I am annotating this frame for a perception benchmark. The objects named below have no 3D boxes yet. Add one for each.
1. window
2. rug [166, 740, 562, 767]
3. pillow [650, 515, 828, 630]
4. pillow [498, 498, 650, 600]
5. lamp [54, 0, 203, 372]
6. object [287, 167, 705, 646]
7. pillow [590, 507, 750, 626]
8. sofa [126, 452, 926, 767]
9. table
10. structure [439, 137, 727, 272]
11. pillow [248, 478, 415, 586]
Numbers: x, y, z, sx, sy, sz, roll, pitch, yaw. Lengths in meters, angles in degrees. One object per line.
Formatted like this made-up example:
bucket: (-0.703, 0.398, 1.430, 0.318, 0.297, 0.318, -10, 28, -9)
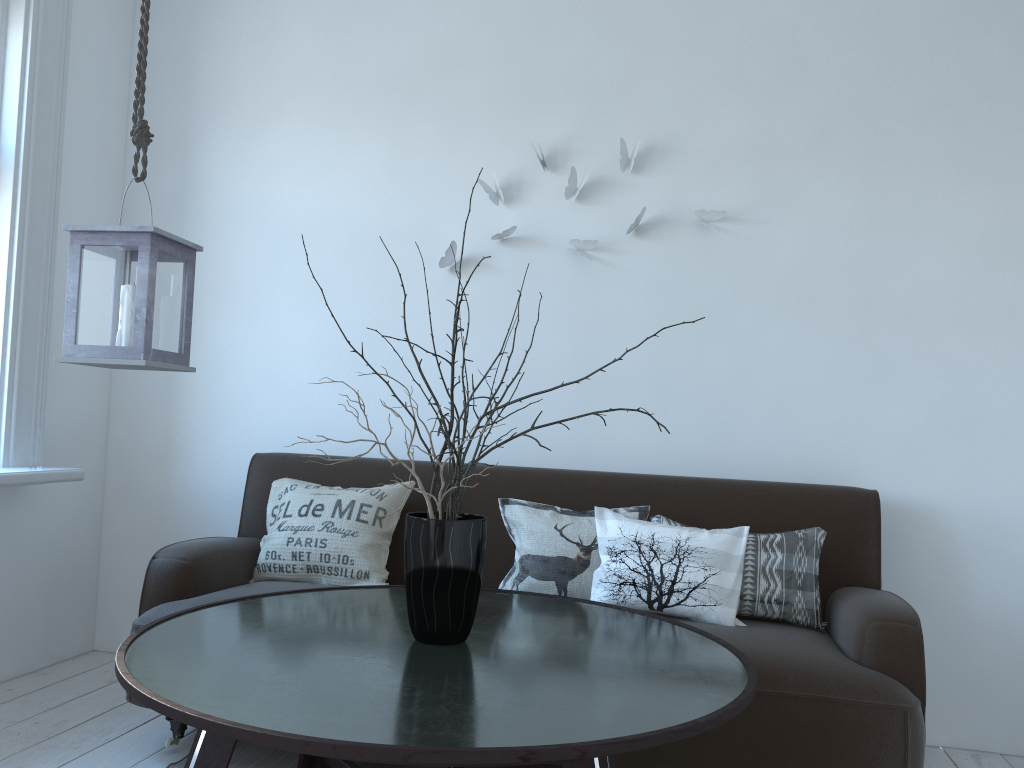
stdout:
window: (-10.781, -1.680, 25.746, 27.750, 15.011, 51.330, 2, -3, 12)
rug: (-0.162, 1.030, 1.925, 1.710, 0.055, 1.457, 2, -3, 13)
pillow: (0.668, 0.557, 2.657, 0.542, 0.287, 0.183, 2, -2, 13)
pillow: (0.178, 0.533, 2.724, 0.473, 0.347, 0.158, 2, -2, 10)
lamp: (-0.881, -0.919, 2.161, 0.228, 1.761, 0.228, 3, -2, 9)
object: (-0.026, 0.026, 1.846, 0.846, 1.065, 0.525, 4, -2, -17)
pillow: (0.449, 0.530, 2.590, 0.471, 0.309, 0.188, 2, -2, 13)
sofa: (0.020, 0.678, 2.681, 2.164, 0.824, 0.969, 2, -2, 12)
table: (-0.158, 0.804, 1.906, 1.300, 0.503, 1.301, 3, -3, 2)
structure: (0.240, -0.632, 3.163, 1.025, 0.478, 0.085, 2, -2, 12)
pillow: (-0.601, 0.492, 2.931, 0.519, 0.367, 0.239, 2, -2, 12)
